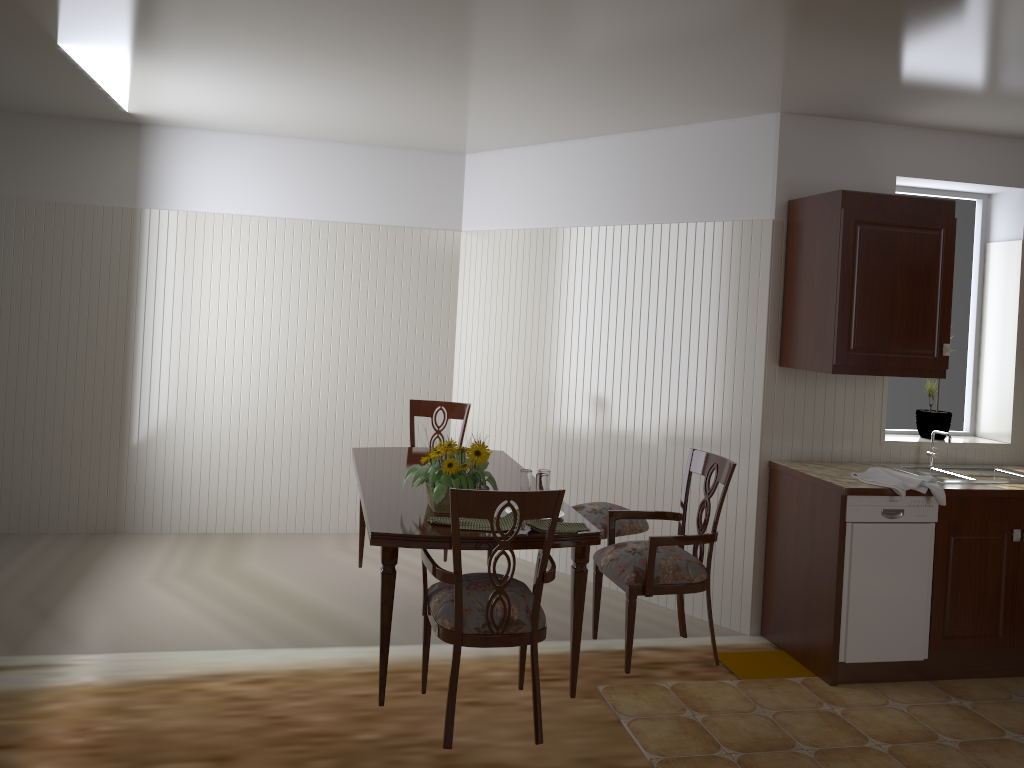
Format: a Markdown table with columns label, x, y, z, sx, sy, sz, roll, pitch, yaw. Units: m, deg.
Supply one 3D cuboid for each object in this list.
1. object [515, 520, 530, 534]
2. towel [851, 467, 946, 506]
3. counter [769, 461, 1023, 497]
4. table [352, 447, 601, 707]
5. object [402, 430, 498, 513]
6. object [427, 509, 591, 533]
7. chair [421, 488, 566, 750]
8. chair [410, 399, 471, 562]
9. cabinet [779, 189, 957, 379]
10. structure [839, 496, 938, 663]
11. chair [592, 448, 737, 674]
| label | x | y | z | sx | sy | sz | roll | pitch | yaw |
| --- | --- | --- | --- | --- | --- | --- | --- | --- | --- |
| object | 0.035 | 0.439 | 2.828 | 0.046 | 0.046 | 0.147 | 3 | 4 | 1 |
| towel | 1.634 | 0.428 | 3.691 | 0.344 | 0.097 | 0.330 | 7 | 6 | 40 |
| counter | 2.388 | 0.536 | 2.979 | 1.822 | 0.032 | 2.794 | 2 | 5 | -12 |
| table | -0.252 | 0.668 | 3.525 | 0.734 | 0.557 | 1.684 | 2 | 4 | -12 |
| object | -0.208 | 0.293 | 3.082 | 0.318 | 0.337 | 0.300 | 2 | 2 | -21 |
| object | -0.008 | 0.432 | 2.842 | 0.528 | 0.056 | 0.167 | 3 | 4 | 1 |
| chair | -0.072 | 0.654 | 2.725 | 0.404 | 0.745 | 0.460 | 3 | 1 | -12 |
| chair | -0.438 | 0.481 | 4.570 | 0.405 | 0.745 | 0.460 | 3 | 1 | 9 |
| cabinet | 2.238 | -0.318 | 2.934 | 1.367 | 0.777 | 2.792 | 2 | 4 | -12 |
| structure | 1.505 | 0.814 | 3.802 | 0.424 | 0.746 | 0.380 | 3 | 1 | -12 |
| chair | 0.557 | 0.639 | 3.319 | 0.459 | 0.745 | 0.405 | 3 | 1 | -15 |
